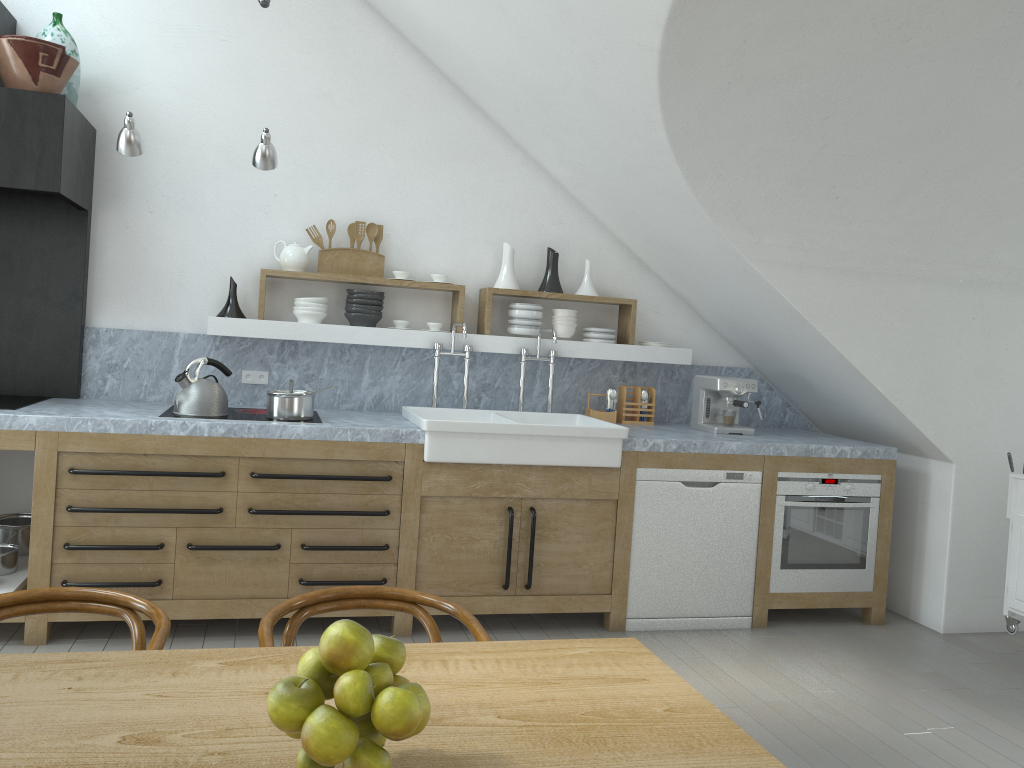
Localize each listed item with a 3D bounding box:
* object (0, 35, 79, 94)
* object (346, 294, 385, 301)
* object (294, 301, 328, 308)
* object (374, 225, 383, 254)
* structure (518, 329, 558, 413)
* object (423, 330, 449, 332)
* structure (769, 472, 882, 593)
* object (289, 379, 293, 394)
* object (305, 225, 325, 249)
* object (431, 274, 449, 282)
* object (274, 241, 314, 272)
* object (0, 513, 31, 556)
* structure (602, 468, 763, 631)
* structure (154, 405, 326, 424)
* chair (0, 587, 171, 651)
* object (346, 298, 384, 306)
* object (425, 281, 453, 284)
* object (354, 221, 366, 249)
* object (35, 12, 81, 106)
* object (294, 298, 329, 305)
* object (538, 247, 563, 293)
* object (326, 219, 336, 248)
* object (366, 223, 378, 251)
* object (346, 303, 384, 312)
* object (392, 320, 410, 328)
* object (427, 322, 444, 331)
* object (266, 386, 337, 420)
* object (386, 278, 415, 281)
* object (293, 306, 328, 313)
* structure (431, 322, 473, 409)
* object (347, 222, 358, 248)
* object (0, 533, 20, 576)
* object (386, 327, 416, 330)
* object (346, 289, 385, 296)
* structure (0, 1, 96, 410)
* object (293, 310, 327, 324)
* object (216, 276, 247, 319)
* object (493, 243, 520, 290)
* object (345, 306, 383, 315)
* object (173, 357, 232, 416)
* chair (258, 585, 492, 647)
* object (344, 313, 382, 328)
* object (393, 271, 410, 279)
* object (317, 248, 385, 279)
[{"bbox_3d":[-2.169,-1.400,4.004,0.348,0.236,0.366,4,2,2],"label":"object"},{"bbox_3d":[-0.800,-0.447,4.835,0.205,0.084,0.206,4,2,12],"label":"object"},{"bbox_3d":[-1.079,-0.402,4.758,0.181,0.069,0.181,4,2,2],"label":"object"},{"bbox_3d":[-0.745,-0.733,4.886,0.057,0.294,0.030,3,1,-15],"label":"object"},{"bbox_3d":[0.203,-0.037,4.877,0.214,0.529,0.333,3,2,-35],"label":"structure"},{"bbox_3d":[-0.431,-0.294,4.960,0.164,0.012,0.164,4,3,2],"label":"object"},{"bbox_3d":[1.587,0.769,4.969,0.632,0.636,0.631,3,2,-15],"label":"structure"},{"bbox_3d":[-1.080,0.065,4.301,0.051,0.167,0.236,3,2,-20],"label":"object"},{"bbox_3d":[-1.025,-0.732,4.807,0.199,0.259,0.016,4,1,-5],"label":"object"},{"bbox_3d":[-0.406,-0.584,4.957,0.098,0.048,0.098,3,2,-18],"label":"object"},{"bbox_3d":[-1.173,-0.682,4.752,0.168,0.169,0.174,3,2,-32],"label":"object"},{"bbox_3d":[-2.501,0.720,4.370,0.456,0.197,0.268,5,2,19],"label":"object"},{"bbox_3d":[0.852,0.825,4.776,0.724,0.822,0.599,3,2,-15],"label":"structure"},{"bbox_3d":[-1.296,0.164,4.289,0.737,0.041,0.648,3,3,-15],"label":"structure"},{"bbox_3d":[-1.032,0.877,1.872,0.527,0.734,0.622,3,2,-12],"label":"chair"},{"bbox_3d":[-0.804,-0.422,4.832,0.205,0.072,0.206,2,3,-28],"label":"object"},{"bbox_3d":[-0.407,-0.561,4.958,0.164,0.012,0.164,4,3,2],"label":"object"},{"bbox_3d":[-0.837,-0.738,4.840,0.057,0.299,0.019,3,1,-15],"label":"object"},{"bbox_3d":[-2.230,-1.553,4.323,0.231,0.503,0.231,4,1,26],"label":"object"},{"bbox_3d":[-1.076,-0.431,4.757,0.181,0.076,0.181,5,3,22],"label":"object"},{"bbox_3d":[0.231,-0.656,5.121,0.156,0.268,0.156,4,1,-11],"label":"object"},{"bbox_3d":[-0.990,-0.748,4.819,0.055,0.299,0.027,3,1,-15],"label":"object"},{"bbox_3d":[-0.776,-0.734,4.859,0.067,0.298,0.039,3,1,-15],"label":"object"},{"bbox_3d":[-0.804,-0.400,4.827,0.205,0.086,0.205,5,3,27],"label":"object"},{"bbox_3d":[-0.615,-0.327,4.909,0.098,0.048,0.098,3,2,-18],"label":"object"},{"bbox_3d":[-0.430,-0.317,4.960,0.098,0.048,0.098,3,2,-18],"label":"object"},{"bbox_3d":[-0.996,0.097,4.291,0.394,0.170,0.232,2,3,-35],"label":"object"},{"bbox_3d":[-0.614,-0.572,4.901,0.164,0.012,0.164,4,3,2],"label":"object"},{"bbox_3d":[-1.084,-0.379,4.757,0.181,0.065,0.181,5,3,22],"label":"object"},{"bbox_3d":[-0.267,-0.062,4.749,0.214,0.529,0.333,3,2,-35],"label":"structure"},{"bbox_3d":[-0.875,-0.741,4.850,0.061,0.299,0.040,3,1,-18],"label":"object"},{"bbox_3d":[-2.297,0.779,4.025,0.182,0.133,0.309,4,2,9],"label":"object"},{"bbox_3d":[-0.616,-0.304,4.910,0.164,0.012,0.164,4,3,2],"label":"object"},{"bbox_3d":[-0.801,-0.475,4.836,0.205,0.080,0.206,3,2,-13],"label":"object"},{"bbox_3d":[-2.588,-0.872,4.068,1.075,1.883,0.781,3,1,-15],"label":"structure"},{"bbox_3d":[-1.085,-0.356,4.758,0.181,0.063,0.181,4,2,7],"label":"object"},{"bbox_3d":[-1.472,-0.457,4.670,0.156,0.218,0.156,3,2,-34],"label":"object"},{"bbox_3d":[-0.024,-0.670,5.055,0.156,0.268,0.156,3,2,-27],"label":"object"},{"bbox_3d":[-0.810,-0.373,4.832,0.205,0.086,0.205,5,3,22],"label":"object"},{"bbox_3d":[-1.452,0.008,4.158,0.246,0.267,0.246,4,2,-5],"label":"object"},{"bbox_3d":[-0.332,0.914,2.053,0.527,0.734,0.622,3,2,-19],"label":"chair"},{"bbox_3d":[-0.812,-0.346,4.832,0.205,0.072,0.206,2,3,-28],"label":"object"},{"bbox_3d":[-0.612,-0.595,4.901,0.098,0.048,0.098,3,2,-18],"label":"object"},{"bbox_3d":[-0.878,-0.661,4.842,0.353,0.157,0.084,3,1,-15],"label":"object"}]
